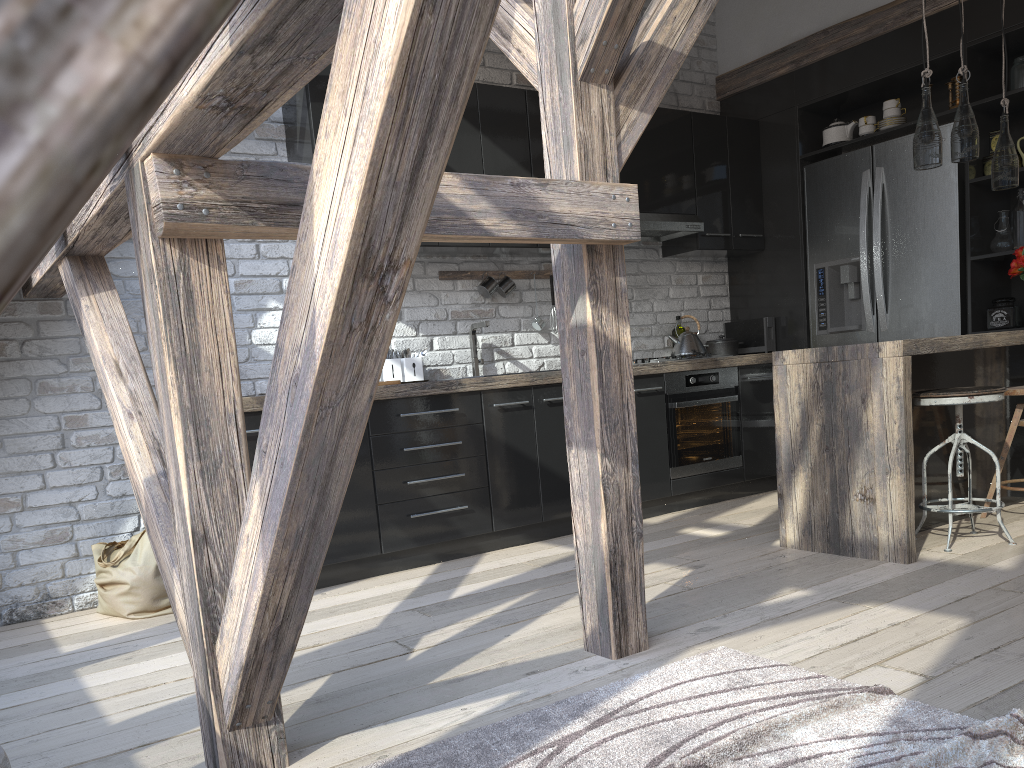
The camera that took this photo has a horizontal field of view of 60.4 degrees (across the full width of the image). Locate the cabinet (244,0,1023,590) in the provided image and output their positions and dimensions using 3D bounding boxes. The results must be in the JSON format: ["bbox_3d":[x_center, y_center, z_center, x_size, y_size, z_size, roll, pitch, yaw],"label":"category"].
[{"bbox_3d":[0.656,-0.506,4.120,4.181,2.540,2.086,-6,5,-34],"label":"cabinet"}]

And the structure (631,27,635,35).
[{"bbox_3d":[0.971,-2.251,5.347,0.974,1.301,0.169,-8,8,-33],"label":"structure"}]

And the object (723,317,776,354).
[{"bbox_3d":[1.547,-0.304,5.741,0.087,0.229,0.351,-9,5,-34],"label":"object"}]

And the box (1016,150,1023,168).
[{"bbox_3d":[2.531,-1.121,4.464,0.082,0.115,0.082,-7,6,-24],"label":"box"}]

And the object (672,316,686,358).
[{"bbox_3d":[1.078,-0.291,5.592,0.088,0.286,0.081,-10,9,-38],"label":"object"}]

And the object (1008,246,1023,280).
[{"bbox_3d":[2.528,-0.473,4.190,0.251,0.420,0.308,-5,5,-1],"label":"object"}]

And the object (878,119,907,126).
[{"bbox_3d":[2.109,-1.441,4.882,0.149,0.026,0.147,-5,1,8],"label":"object"}]

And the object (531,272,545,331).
[{"bbox_3d":[0.139,-0.465,4.964,0.070,0.330,0.066,-10,9,-34],"label":"object"}]

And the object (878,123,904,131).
[{"bbox_3d":[2.111,-1.418,4.886,0.148,0.023,0.147,-5,1,-7],"label":"object"}]

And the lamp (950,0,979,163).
[{"bbox_3d":[1.883,-1.566,3.570,0.108,1.254,0.237,-8,8,-22],"label":"lamp"}]

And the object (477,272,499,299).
[{"bbox_3d":[-0.131,-0.534,4.772,0.116,0.141,0.093,-8,6,-32],"label":"object"}]

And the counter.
[{"bbox_3d":[0.598,0.336,4.059,3.782,0.862,2.238,-5,1,-34],"label":"counter"}]

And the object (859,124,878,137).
[{"bbox_3d":[2.032,-1.434,5.010,0.106,0.068,0.093,-4,3,18],"label":"object"}]

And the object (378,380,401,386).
[{"bbox_3d":[-0.814,-0.041,4.081,0.590,0.135,0.377,-4,1,44],"label":"object"}]

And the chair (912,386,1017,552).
[{"bbox_3d":[1.841,0.338,3.618,0.354,0.645,0.349,-5,6,0],"label":"chair"}]

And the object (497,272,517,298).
[{"bbox_3d":[-0.036,-0.543,4.825,0.117,0.141,0.092,-6,6,-17],"label":"object"}]

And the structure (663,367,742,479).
[{"bbox_3d":[0.961,0.227,5.254,0.583,0.597,0.582,-8,5,-34],"label":"structure"}]

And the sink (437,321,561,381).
[{"bbox_3d":[-0.067,-0.073,4.562,0.522,0.522,0.513,-8,5,-34],"label":"sink"}]

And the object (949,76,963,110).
[{"bbox_3d":[2.303,-1.507,4.540,0.096,0.174,0.094,-2,7,29],"label":"object"}]

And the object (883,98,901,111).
[{"bbox_3d":[2.106,-1.530,4.863,0.106,0.068,0.093,-3,4,42],"label":"object"}]

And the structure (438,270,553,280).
[{"bbox_3d":[0.017,-0.610,4.883,0.925,0.046,0.081,-5,2,-34],"label":"structure"}]

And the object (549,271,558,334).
[{"bbox_3d":[0.334,-0.460,5.057,0.280,0.386,0.069,-8,8,-33],"label":"object"}]

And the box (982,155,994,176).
[{"bbox_3d":[2.485,-1.117,4.538,0.082,0.115,0.082,-8,6,-34],"label":"box"}]

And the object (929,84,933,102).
[{"bbox_3d":[2.214,-1.498,4.670,0.059,0.170,0.058,1,9,41],"label":"object"}]

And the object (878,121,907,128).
[{"bbox_3d":[2.110,-1.430,4.884,0.149,0.026,0.147,-5,1,8],"label":"object"}]

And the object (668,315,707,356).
[{"bbox_3d":[1.046,-0.292,5.237,0.219,0.238,0.222,-9,6,-44],"label":"object"}]

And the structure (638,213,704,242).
[{"bbox_3d":[0.790,-0.929,5.209,0.595,0.105,0.368,-5,1,-34],"label":"structure"}]

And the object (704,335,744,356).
[{"bbox_3d":[1.355,-0.244,5.674,0.245,0.142,0.208,-6,3,-35],"label":"object"}]

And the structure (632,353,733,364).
[{"bbox_3d":[0.918,-0.146,5.222,0.601,0.032,0.496,-5,1,-34],"label":"structure"}]

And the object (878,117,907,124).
[{"bbox_3d":[2.108,-1.453,4.881,0.149,0.026,0.147,-5,1,8],"label":"object"}]

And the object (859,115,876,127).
[{"bbox_3d":[2.023,-1.480,5.000,0.094,0.068,0.105,-5,3,-6],"label":"object"}]

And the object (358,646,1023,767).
[{"bbox_3d":[0.584,0.760,0.671,2.170,0.057,3.183,-5,1,-34],"label":"object"}]

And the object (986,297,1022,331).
[{"bbox_3d":[2.563,-0.367,4.583,0.133,0.167,0.134,-9,7,-44],"label":"object"}]

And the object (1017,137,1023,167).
[{"bbox_3d":[2.604,-1.155,4.368,0.149,0.172,0.134,-1,6,42],"label":"object"}]

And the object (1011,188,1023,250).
[{"bbox_3d":[2.564,-0.827,4.428,0.085,0.306,0.085,-11,9,-42],"label":"object"}]

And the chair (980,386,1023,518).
[{"bbox_3d":[2.356,0.310,3.951,0.340,0.603,0.338,-6,6,-14],"label":"chair"}]

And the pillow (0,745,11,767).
[{"bbox_3d":[-0.804,0.666,1.031,0.497,0.540,1.152,-7,3,-29],"label":"pillow"}]

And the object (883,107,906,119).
[{"bbox_3d":[2.111,-1.486,4.875,0.105,0.068,0.094,-6,3,-23],"label":"object"}]

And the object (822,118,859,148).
[{"bbox_3d":[1.936,-1.481,5.209,0.186,0.176,0.206,-4,3,7],"label":"object"}]

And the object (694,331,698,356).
[{"bbox_3d":[1.171,-0.249,5.681,0.079,0.186,0.039,-7,8,-21],"label":"object"}]

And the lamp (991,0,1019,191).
[{"bbox_3d":[2.149,-1.537,3.743,0.108,1.359,0.224,-10,9,-32],"label":"lamp"}]

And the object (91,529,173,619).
[{"bbox_3d":[-1.587,0.762,3.660,0.392,0.395,0.334,-5,5,-8],"label":"object"}]

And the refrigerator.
[{"bbox_3d":[2.384,-0.390,5.211,0.844,1.947,0.939,-9,7,-34],"label":"refrigerator"}]

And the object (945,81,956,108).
[{"bbox_3d":[2.317,-1.509,4.644,0.062,0.175,0.061,-5,7,-5],"label":"object"}]

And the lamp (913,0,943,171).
[{"bbox_3d":[1.651,-1.519,3.408,0.107,1.305,0.223,-10,9,-32],"label":"lamp"}]

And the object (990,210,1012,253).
[{"bbox_3d":[2.563,-0.787,4.583,0.131,0.223,0.131,-7,6,-22],"label":"object"}]

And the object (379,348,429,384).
[{"bbox_3d":[-0.623,-0.094,4.436,0.402,0.203,0.147,-6,5,-32],"label":"object"}]

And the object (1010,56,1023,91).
[{"bbox_3d":[2.543,-1.527,4.363,0.126,0.175,0.124,-4,5,5],"label":"object"}]

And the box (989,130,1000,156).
[{"bbox_3d":[2.484,-1.230,4.488,0.083,0.115,0.081,-1,6,36],"label":"box"}]
